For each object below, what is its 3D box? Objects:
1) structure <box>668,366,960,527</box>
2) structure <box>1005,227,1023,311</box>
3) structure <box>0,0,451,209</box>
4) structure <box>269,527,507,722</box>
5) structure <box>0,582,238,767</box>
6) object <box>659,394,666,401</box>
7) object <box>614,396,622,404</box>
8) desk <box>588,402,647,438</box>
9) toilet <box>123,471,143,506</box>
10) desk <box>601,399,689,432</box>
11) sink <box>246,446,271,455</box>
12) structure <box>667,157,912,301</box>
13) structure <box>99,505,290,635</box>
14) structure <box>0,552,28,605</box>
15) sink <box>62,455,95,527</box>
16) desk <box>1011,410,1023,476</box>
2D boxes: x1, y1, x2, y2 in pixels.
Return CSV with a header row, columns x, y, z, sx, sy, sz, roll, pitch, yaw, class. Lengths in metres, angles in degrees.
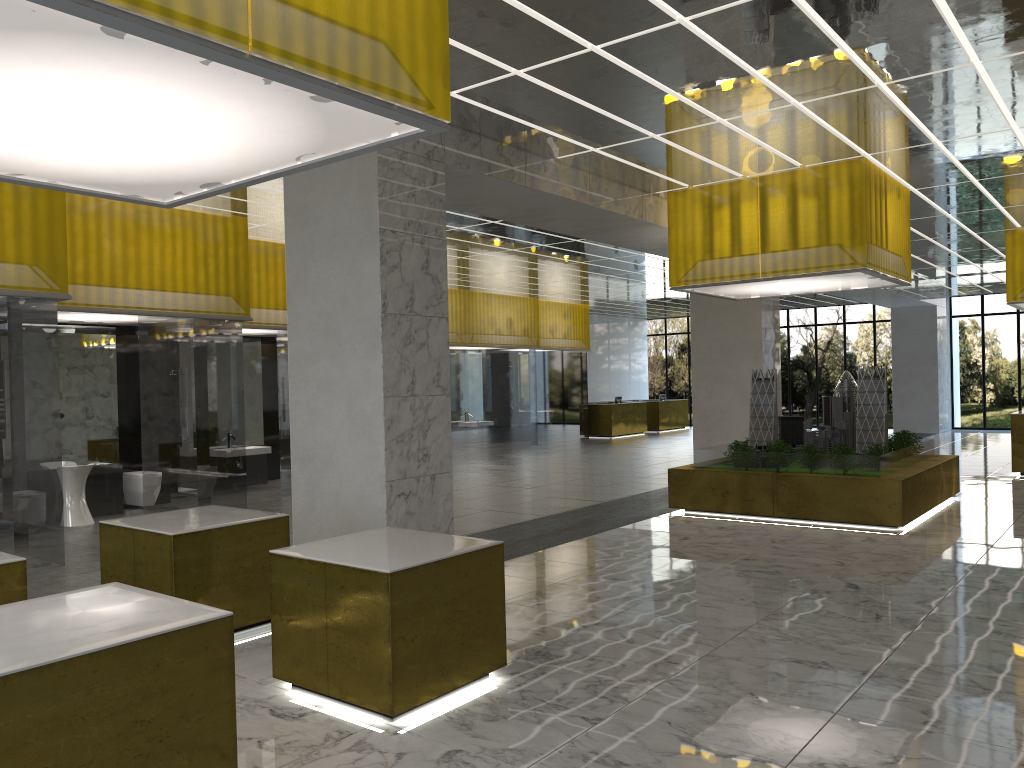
x,y,z,sx,sy,sz,roll,pitch,yaw,class
5.955,0.970,16.586,4.112,2.571,4.832,-1,0,38,structure
14.120,-3.106,20.649,3.455,2.269,2.928,-1,0,38,structure
-2.684,-2.717,5.354,3.455,2.269,3.046,-1,0,38,structure
-1.024,1.940,7.149,1.450,1.173,1.355,-1,0,38,structure
-2.625,1.977,5.034,1.450,1.173,1.355,-1,0,38,structure
7.493,0.853,43.029,0.585,0.667,0.704,-1,0,38,object
4.766,0.916,39.425,0.585,0.667,0.704,-1,0,38,object
4.054,1.652,40.044,3.416,1.508,3.270,-1,0,38,desk
-7.860,2.227,18.154,0.892,0.694,0.479,-1,0,38,toilet
6.758,1.590,43.617,3.416,1.508,3.270,-1,0,38,desk
-6.805,1.601,21.221,0.929,1.053,1.302,-1,0,38,sink
5.095,-2.896,15.633,3.456,2.269,3.047,-1,0,38,structure
-3.327,1.994,9.002,1.450,1.173,1.355,-1,0,38,structure
-4.924,2.031,6.891,1.450,1.173,1.355,-1,0,38,structure
-8.315,2.106,16.313,0.776,1.459,0.636,-1,1,38,sink
14.260,1.406,20.650,3.416,1.508,3.270,-1,0,38,desk
